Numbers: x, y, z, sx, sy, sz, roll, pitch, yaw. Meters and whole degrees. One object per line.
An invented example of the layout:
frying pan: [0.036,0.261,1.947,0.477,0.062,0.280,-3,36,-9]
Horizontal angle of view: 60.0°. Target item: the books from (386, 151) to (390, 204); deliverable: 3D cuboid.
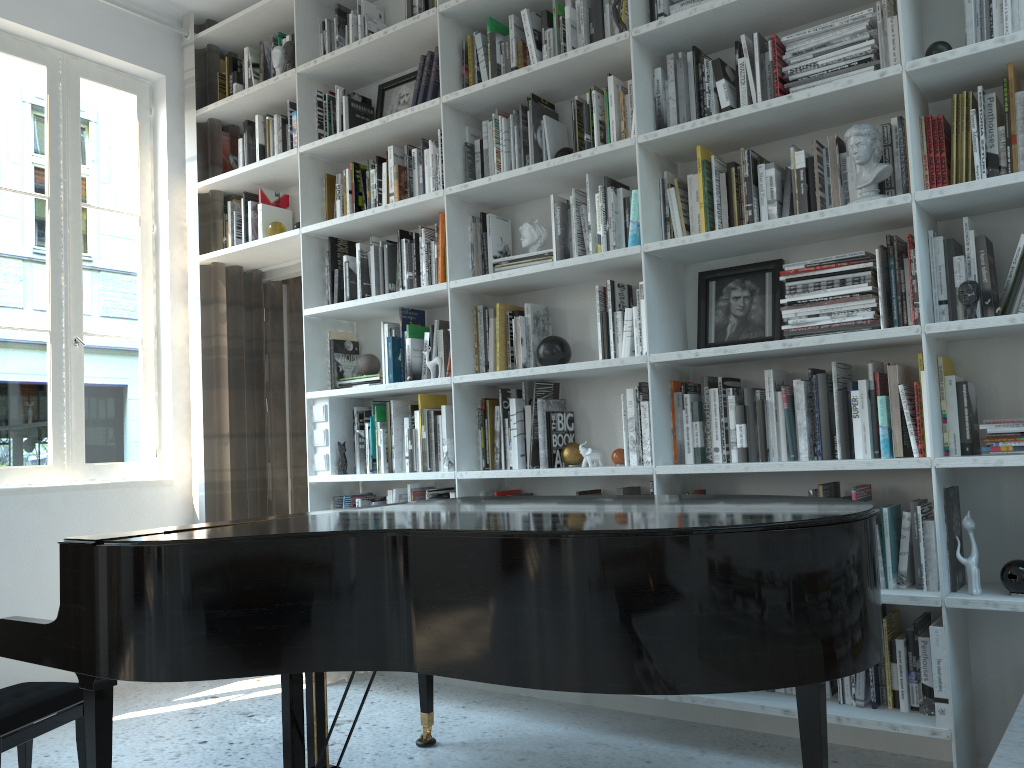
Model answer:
books: [-0.475,-0.858,3.859,0.023,0.271,0.187,-5,-5,36]

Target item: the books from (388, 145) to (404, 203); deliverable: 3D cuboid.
books: [-0.457,-0.868,3.839,0.030,0.285,0.185,-5,-5,36]

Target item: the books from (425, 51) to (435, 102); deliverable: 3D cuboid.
books: [-0.294,-1.242,3.772,0.110,0.279,0.174,-5,-5,36]

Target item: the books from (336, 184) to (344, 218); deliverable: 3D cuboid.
books: [-0.728,-0.795,4.036,0.026,0.195,0.175,-5,-5,36]

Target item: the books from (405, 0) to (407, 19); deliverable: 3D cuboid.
books: [-0.399,-1.572,3.842,0.028,0.218,0.153,-5,-5,36]

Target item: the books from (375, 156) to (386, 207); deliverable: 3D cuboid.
books: [-0.533,-0.852,3.914,0.014,0.272,0.180,-5,-5,36]

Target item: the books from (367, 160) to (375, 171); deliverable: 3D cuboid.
books: [-0.585,-0.848,3.961,0.012,0.277,0.150,-5,-5,36]

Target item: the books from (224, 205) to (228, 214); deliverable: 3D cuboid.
books: [-1.417,-0.766,4.533,0.011,0.272,0.188,-5,-5,36]

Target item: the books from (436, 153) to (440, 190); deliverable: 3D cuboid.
books: [-0.257,-0.846,3.718,0.013,0.206,0.172,-5,-5,36]

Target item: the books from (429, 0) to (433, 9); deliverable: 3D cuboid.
books: [-0.286,-1.570,3.758,0.027,0.190,0.177,-5,-5,36]

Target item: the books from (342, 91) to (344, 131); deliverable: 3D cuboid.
books: [-0.707,-1.191,4.045,0.011,0.249,0.168,-5,-5,36]

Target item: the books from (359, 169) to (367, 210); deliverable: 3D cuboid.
books: [-0.618,-0.831,3.984,0.047,0.249,0.134,-5,-5,36]

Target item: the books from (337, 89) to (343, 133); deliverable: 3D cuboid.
books: [-0.726,-1.194,4.048,0.023,0.258,0.183,-5,-5,36]

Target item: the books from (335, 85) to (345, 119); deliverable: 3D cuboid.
books: [-0.732,-1.204,4.064,0.005,0.281,0.190,-5,-5,36]

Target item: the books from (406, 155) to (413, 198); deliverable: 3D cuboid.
books: [-0.388,-0.847,3.803,0.013,0.232,0.171,-5,-5,36]

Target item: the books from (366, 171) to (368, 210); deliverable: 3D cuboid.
books: [-0.591,-0.824,3.970,0.012,0.230,0.149,-5,-5,36]

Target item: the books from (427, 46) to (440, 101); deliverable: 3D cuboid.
books: [-0.282,-1.248,3.738,0.097,0.282,0.174,-5,-5,36]

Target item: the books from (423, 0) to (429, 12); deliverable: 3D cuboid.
books: [-0.316,-1.609,3.775,0.011,0.274,0.183,-5,-5,36]

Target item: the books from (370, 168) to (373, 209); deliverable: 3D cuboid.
books: [-0.566,-0.827,3.940,0.011,0.229,0.170,-5,-5,36]

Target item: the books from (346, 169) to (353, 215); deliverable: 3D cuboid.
books: [-0.674,-0.828,4.011,0.014,0.252,0.187,-5,-5,36]

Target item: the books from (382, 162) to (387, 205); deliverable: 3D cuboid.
books: [-0.505,-0.837,3.899,0.047,0.238,0.162,-5,-5,36]

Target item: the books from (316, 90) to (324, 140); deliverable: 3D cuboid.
books: [-0.840,-1.200,4.135,0.005,0.292,0.184,-5,-5,36]

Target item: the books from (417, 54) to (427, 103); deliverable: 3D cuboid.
books: [-0.331,-1.239,3.799,0.110,0.279,0.174,-5,-5,36]

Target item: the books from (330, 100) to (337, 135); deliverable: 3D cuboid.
books: [-0.755,-1.171,4.069,0.018,0.218,0.186,-5,-5,36]

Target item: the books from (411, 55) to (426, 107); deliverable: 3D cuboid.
books: [-0.355,-1.237,3.805,0.110,0.279,0.174,-5,-5,36]

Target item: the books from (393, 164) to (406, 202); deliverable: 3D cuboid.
books: [-0.433,-0.825,3.816,0.029,0.195,0.192,-5,-5,36]

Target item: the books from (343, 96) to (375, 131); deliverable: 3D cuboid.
books: [-0.692,-1.175,4.022,0.012,0.214,0.185,-5,-5,36]

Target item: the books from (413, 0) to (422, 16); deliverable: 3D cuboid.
books: [-0.361,-1.592,3.807,0.028,0.249,0.155,-5,-5,36]

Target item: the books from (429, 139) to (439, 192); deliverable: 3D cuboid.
books: [-0.280,-0.873,3.720,0.022,0.263,0.174,-5,-5,36]

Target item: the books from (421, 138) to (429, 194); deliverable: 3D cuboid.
books: [-0.316,-0.878,3.752,0.012,0.280,0.188,-5,-5,36]

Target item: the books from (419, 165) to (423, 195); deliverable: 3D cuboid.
books: [-0.342,-0.827,3.786,0.022,0.186,0.136,-5,-5,36]

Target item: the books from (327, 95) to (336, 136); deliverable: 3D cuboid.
books: [-0.777,-1.183,4.079,0.004,0.246,0.189,-5,-5,36]

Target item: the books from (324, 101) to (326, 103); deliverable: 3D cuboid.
books: [-0.795,-1.172,4.102,0.009,0.228,0.184,-5,-5,36]

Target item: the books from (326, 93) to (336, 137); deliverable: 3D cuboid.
books: [-0.783,-1.188,4.099,0.009,0.260,0.184,-5,-5,36]

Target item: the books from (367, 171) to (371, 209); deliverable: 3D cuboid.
books: [-0.580,-0.820,3.941,0.014,0.218,0.164,-5,-5,36]

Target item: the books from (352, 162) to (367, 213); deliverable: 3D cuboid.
books: [-0.653,-0.843,3.988,0.011,0.277,0.164,-5,-5,36]

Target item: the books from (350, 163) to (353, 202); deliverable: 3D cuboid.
books: [-0.659,-0.844,4.005,0.020,0.280,0.164,-5,-5,36]

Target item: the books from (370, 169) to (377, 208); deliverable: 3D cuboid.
books: [-0.553,-0.823,3.921,0.031,0.217,0.173,-5,-5,36]

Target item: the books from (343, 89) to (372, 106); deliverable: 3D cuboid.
books: [-0.699,-1.194,4.037,0.012,0.254,0.166,-5,-5,36]

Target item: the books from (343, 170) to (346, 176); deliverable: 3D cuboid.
books: [-0.705,-0.830,4.041,0.010,0.262,0.151,-5,-5,36]

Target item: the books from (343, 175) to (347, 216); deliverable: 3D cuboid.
books: [-0.690,-0.815,4.024,0.030,0.229,0.172,-5,-5,36]

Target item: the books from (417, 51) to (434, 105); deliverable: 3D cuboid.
books: [-0.323,-1.241,3.771,0.110,0.279,0.174,-5,-5,36]

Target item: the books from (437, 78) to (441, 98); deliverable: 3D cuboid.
books: [-0.244,-1.253,3.735,0.078,0.285,0.174,-5,-5,36]

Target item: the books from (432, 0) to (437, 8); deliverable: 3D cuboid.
books: [-0.274,-1.625,3.738,0.025,0.297,0.163,-5,-5,36]

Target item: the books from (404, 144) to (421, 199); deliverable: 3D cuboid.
books: [-0.398,-0.871,3.825,0.025,0.286,0.161,-5,-5,36]

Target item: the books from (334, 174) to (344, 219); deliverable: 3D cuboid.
books: [-0.751,-0.822,4.083,0.062,0.258,0.153,-5,-5,36]

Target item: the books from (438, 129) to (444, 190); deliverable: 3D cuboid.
books: [-0.240,-0.892,3.683,0.012,0.290,0.182,-5,-5,36]

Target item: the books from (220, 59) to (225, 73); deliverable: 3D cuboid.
books: [-1.453,-1.512,4.604,0.012,0.307,0.180,-5,-5,36]

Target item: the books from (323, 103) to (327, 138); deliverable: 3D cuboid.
books: [-0.796,-1.165,4.090,0.004,0.214,0.186,-5,-5,36]

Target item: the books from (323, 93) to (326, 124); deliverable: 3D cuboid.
books: [-0.822,-1.197,4.135,0.006,0.287,0.148,-5,-5,36]

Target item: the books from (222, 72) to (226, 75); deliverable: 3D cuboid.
books: [-1.434,-1.480,4.605,0.011,0.241,0.151,-5,-5,36]

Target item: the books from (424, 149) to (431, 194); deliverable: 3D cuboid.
books: [-0.300,-0.855,3.734,0.030,0.230,0.172,-5,-5,36]

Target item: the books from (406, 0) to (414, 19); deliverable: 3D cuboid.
books: [-0.382,-1.605,3.824,0.024,0.279,0.188,-5,-5,36]

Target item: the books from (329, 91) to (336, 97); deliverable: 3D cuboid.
books: [-0.793,-1.201,4.121,0.006,0.288,0.144,-5,-5,36]

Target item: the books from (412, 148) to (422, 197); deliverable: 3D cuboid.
books: [-0.363,-0.862,3.804,0.029,0.260,0.157,-5,-5,36]
